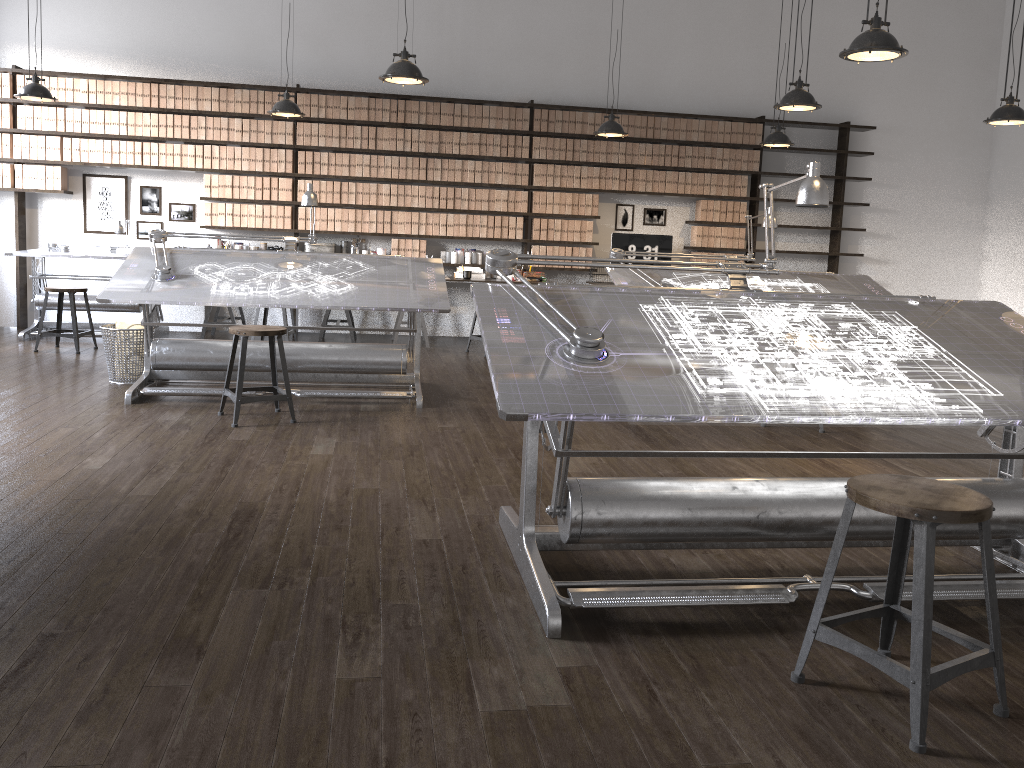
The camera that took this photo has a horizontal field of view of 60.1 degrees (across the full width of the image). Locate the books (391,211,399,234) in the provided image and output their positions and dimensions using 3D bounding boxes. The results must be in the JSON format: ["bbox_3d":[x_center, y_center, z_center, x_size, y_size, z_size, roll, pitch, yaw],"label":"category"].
[{"bbox_3d":[-1.186,-1.635,8.976,0.066,0.224,0.176,1,8,-9],"label":"books"}]

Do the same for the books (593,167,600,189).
[{"bbox_3d":[0.860,-2.138,9.223,0.067,0.224,0.176,1,8,-9],"label":"books"}]

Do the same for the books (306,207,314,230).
[{"bbox_3d":[-2.016,-1.649,8.844,0.066,0.224,0.175,1,8,-9],"label":"books"}]

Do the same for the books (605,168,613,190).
[{"bbox_3d":[0.995,-2.137,9.250,0.066,0.224,0.175,1,8,-9],"label":"books"}]

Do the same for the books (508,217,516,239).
[{"bbox_3d":[-0.009,-1.613,9.154,0.067,0.224,0.176,1,8,-9],"label":"books"}]

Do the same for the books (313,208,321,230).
[{"bbox_3d":[-1.948,-1.649,8.859,0.066,0.224,0.175,1,8,-9],"label":"books"}]

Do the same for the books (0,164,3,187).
[{"bbox_3d":[-4.822,-1.966,8.373,0.066,0.224,0.176,1,8,-9],"label":"books"}]

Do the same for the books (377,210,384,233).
[{"bbox_3d":[-1.333,-1.638,8.954,0.066,0.224,0.176,1,8,-9],"label":"books"}]

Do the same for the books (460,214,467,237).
[{"bbox_3d":[-0.507,-1.622,9.075,0.067,0.224,0.176,1,8,-9],"label":"books"}]

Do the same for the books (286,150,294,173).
[{"bbox_3d":[-2.195,-2.194,8.755,0.066,0.224,0.176,1,8,-9],"label":"books"}]

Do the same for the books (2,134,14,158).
[{"bbox_3d":[-4.738,-2.239,8.361,0.066,0.224,0.176,1,8,-9],"label":"books"}]

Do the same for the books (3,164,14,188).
[{"bbox_3d":[-4.751,-1.965,8.388,0.066,0.224,0.175,1,8,-9],"label":"books"}]

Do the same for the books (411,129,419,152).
[{"bbox_3d":[-0.976,-2.436,8.907,0.067,0.224,0.176,1,8,-9],"label":"books"}]

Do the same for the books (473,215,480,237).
[{"bbox_3d":[-0.372,-1.621,9.102,0.066,0.224,0.175,1,8,-9],"label":"books"}]

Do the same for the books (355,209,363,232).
[{"bbox_3d":[-1.543,-1.641,8.920,0.066,0.224,0.176,1,8,-9],"label":"books"}]

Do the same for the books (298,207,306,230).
[{"bbox_3d":[-2.087,-1.650,8.830,0.066,0.224,0.176,1,8,-9],"label":"books"}]

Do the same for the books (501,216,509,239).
[{"bbox_3d":[-0.084,-1.615,9.147,0.066,0.224,0.176,1,8,-9],"label":"books"}]

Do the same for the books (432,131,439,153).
[{"bbox_3d":[-0.776,-2.433,8.937,0.067,0.224,0.176,1,8,-9],"label":"books"}]

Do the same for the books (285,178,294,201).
[{"bbox_3d":[-2.203,-1.919,8.780,0.067,0.224,0.176,1,8,-9],"label":"books"}]

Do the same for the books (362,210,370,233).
[{"bbox_3d":[-1.473,-1.640,8.931,0.066,0.224,0.175,1,8,-9],"label":"books"}]

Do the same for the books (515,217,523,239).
[{"bbox_3d":[0.068,-1.612,9.167,0.066,0.224,0.176,1,8,-9],"label":"books"}]

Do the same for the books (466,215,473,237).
[{"bbox_3d":[-0.442,-1.622,9.091,0.066,0.224,0.176,1,8,-9],"label":"books"}]

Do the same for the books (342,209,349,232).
[{"bbox_3d":[-1.675,-1.643,8.899,0.066,0.224,0.176,1,8,-9],"label":"books"}]

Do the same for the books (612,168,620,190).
[{"bbox_3d":[1.066,-2.135,9.256,0.066,0.224,0.175,1,8,-9],"label":"books"}]

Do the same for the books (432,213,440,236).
[{"bbox_3d":[-0.777,-1.628,9.038,0.066,0.224,0.176,1,8,-9],"label":"books"}]

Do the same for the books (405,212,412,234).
[{"bbox_3d":[-1.057,-1.632,8.989,0.067,0.224,0.176,1,8,-9],"label":"books"}]

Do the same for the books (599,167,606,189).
[{"bbox_3d":[0.925,-2.138,9.239,0.066,0.224,0.176,1,8,-9],"label":"books"}]

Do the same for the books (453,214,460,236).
[{"bbox_3d":[-0.574,-1.624,9.069,0.066,0.224,0.176,1,8,-9],"label":"books"}]

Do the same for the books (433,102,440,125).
[{"bbox_3d":[-0.762,-2.707,8.912,0.066,0.224,0.176,1,8,-9],"label":"books"}]

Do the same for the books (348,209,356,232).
[{"bbox_3d":[-1.609,-1.641,8.904,0.067,0.224,0.176,1,8,-9],"label":"books"}]

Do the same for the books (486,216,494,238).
[{"bbox_3d":[-0.232,-1.618,9.124,0.066,0.224,0.176,1,8,-9],"label":"books"}]

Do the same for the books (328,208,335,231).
[{"bbox_3d":[-1.809,-1.645,8.874,0.067,0.224,0.176,1,8,-9],"label":"books"}]

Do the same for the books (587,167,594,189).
[{"bbox_3d":[0.793,-2.140,9.217,0.066,0.224,0.176,1,8,-9],"label":"books"}]

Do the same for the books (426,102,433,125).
[{"bbox_3d":[-0.832,-2.709,8.903,0.066,0.224,0.175,1,8,-9],"label":"books"}]

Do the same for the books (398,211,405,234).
[{"bbox_3d":[-1.121,-1.634,8.984,0.066,0.224,0.176,1,8,-9],"label":"books"}]

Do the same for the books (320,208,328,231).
[{"bbox_3d":[-1.879,-1.647,8.867,0.066,0.224,0.176,1,8,-9],"label":"books"}]

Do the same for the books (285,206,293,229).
[{"bbox_3d":[-2.219,-1.652,8.811,0.067,0.224,0.176,1,8,-9],"label":"books"}]

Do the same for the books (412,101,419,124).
[{"bbox_3d":[-0.971,-2.710,8.874,0.066,0.224,0.176,1,8,-9],"label":"books"}]

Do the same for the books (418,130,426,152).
[{"bbox_3d":[-0.905,-2.435,8.920,0.066,0.224,0.176,1,8,-9],"label":"books"}]

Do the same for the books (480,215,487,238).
[{"bbox_3d":[-0.301,-1.619,9.109,0.066,0.224,0.175,1,8,-9],"label":"books"}]

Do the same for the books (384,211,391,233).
[{"bbox_3d":[-1.258,-1.635,8.960,0.067,0.224,0.176,1,8,-9],"label":"books"}]

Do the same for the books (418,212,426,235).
[{"bbox_3d":[-0.915,-1.630,9.015,0.066,0.224,0.175,1,8,-9],"label":"books"}]

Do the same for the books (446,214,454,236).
[{"bbox_3d":[-0.636,-1.625,9.058,0.066,0.224,0.176,1,8,-9],"label":"books"}]

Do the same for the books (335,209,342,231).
[{"bbox_3d":[-1.737,-1.644,8.887,0.066,0.224,0.176,1,8,-9],"label":"books"}]

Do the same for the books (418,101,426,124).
[{"bbox_3d":[-0.900,-2.709,8.888,0.066,0.224,0.175,1,8,-9],"label":"books"}]

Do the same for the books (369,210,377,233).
[{"bbox_3d":[-1.402,-1.638,8.938,0.066,0.224,0.175,1,8,-9],"label":"books"}]

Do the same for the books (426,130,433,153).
[{"bbox_3d":[-0.843,-2.435,8.932,0.066,0.224,0.176,1,8,-9],"label":"books"}]

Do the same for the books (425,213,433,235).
[{"bbox_3d":[-0.847,-1.629,9.030,0.066,0.224,0.175,1,8,-9],"label":"books"}]

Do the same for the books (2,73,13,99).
[{"bbox_3d":[-4.707,-2.782,8.297,0.066,0.224,0.176,1,8,-9],"label":"books"}]

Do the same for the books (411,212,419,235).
[{"bbox_3d":[-0.986,-1.630,9.001,0.066,0.224,0.176,1,8,-9],"label":"books"}]

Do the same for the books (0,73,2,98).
[{"bbox_3d":[-4.778,-2.783,8.284,0.067,0.224,0.176,1,8,-9],"label":"books"}]

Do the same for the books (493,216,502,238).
[{"bbox_3d":[-0.157,-1.616,9.130,0.067,0.224,0.176,1,8,-9],"label":"books"}]

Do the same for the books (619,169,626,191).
[{"bbox_3d":[1.135,-2.134,9.272,0.066,0.224,0.176,1,8,-9],"label":"books"}]

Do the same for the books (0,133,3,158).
[{"bbox_3d":[-4.811,-2.239,8.344,0.067,0.224,0.176,1,8,-9],"label":"books"}]

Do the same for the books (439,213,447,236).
[{"bbox_3d":[-0.707,-1.626,9.045,0.067,0.224,0.176,1,8,-9],"label":"books"}]
